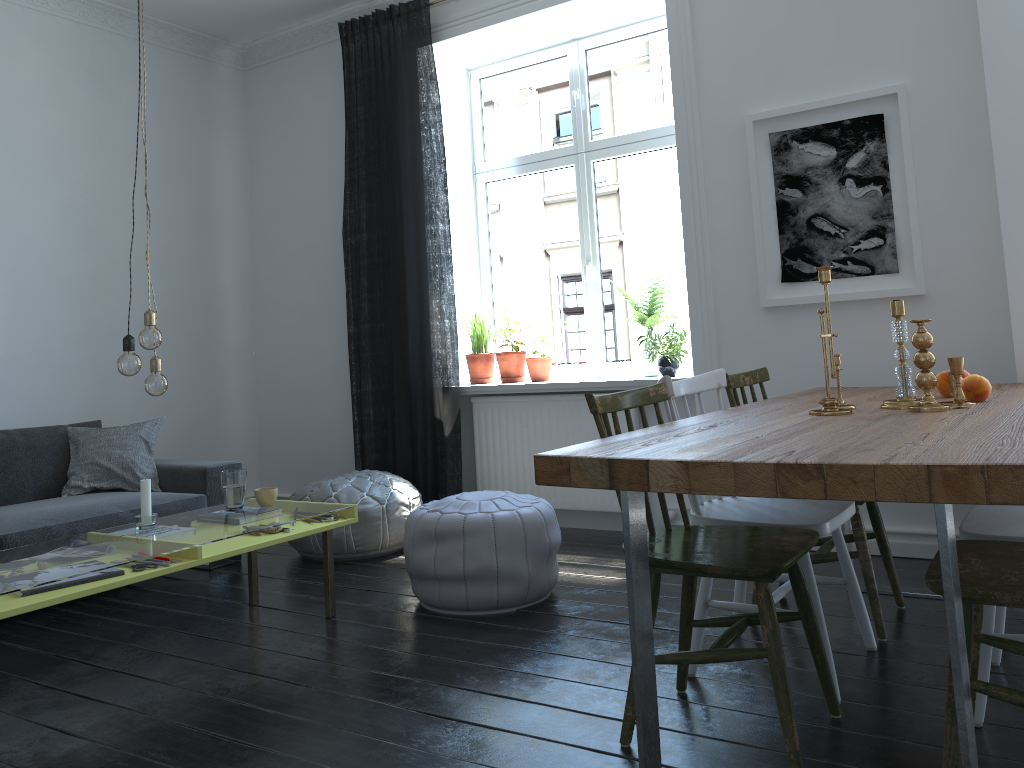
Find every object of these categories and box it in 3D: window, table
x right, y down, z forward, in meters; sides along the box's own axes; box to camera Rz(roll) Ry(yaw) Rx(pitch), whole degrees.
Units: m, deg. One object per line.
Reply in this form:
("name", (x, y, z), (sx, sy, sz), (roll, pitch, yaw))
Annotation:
("window", (0.422, -1.032, 5.087), (1.560, 2.005, 0.107), (-5, -5, 33))
("table", (1.101, 0.424, 2.448), (1.013, 0.721, 2.228), (-4, 1, 34))
("table", (-1.205, 0.706, 2.875), (0.597, 0.402, 1.401), (-4, 1, 34))

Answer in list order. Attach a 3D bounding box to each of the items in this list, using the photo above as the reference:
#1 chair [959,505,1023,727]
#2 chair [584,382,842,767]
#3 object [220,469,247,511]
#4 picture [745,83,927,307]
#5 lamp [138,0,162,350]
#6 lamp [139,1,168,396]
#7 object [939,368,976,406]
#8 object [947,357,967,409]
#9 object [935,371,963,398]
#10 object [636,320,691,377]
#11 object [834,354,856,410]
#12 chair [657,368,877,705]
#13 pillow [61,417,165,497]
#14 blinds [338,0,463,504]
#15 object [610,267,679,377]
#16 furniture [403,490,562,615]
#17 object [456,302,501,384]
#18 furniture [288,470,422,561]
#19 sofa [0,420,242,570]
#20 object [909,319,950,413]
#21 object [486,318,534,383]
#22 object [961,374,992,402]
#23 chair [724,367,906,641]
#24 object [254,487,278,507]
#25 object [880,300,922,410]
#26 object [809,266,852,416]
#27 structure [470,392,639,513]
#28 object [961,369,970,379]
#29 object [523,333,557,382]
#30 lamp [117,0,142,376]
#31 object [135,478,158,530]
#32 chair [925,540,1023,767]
("chair", (1.383, 0.355, 2.148), (0.507, 0.850, 0.465), (-5, -4, 34))
("chair", (0.479, 0.416, 2.158), (0.483, 0.834, 0.466), (-5, -4, 32))
("object", (-1.067, 0.407, 3.381), (0.097, 0.147, 0.097), (-3, -3, -6))
("picture", (1.408, -0.806, 3.869), (0.684, 0.896, 0.083), (-5, -5, 33))
("lamp", (-1.242, -0.864, 2.985), (0.074, 1.511, 0.073), (-3, -5, -9))
("lamp", (-1.234, -0.710, 3.015), (0.074, 1.511, 0.088), (0, -6, -32))
("object", (1.257, 0.004, 2.503), (0.102, 0.115, 0.102), (-4, -2, 19))
("object", (1.209, -0.002, 2.385), (0.049, 0.140, 0.049), (-6, -5, 33))
("object", (1.391, 0.001, 2.799), (0.083, 0.089, 0.090), (-2, -2, -30))
("object", (0.791, -0.183, 4.447), (0.283, 0.297, 0.285), (-5, -2, 38))
("object", (0.956, -0.006, 2.579), (0.080, 0.162, 0.079), (-3, -4, -9))
("chair", (0.715, 0.380, 2.579), (0.507, 0.850, 0.465), (-5, -4, 34))
("pillow", (-2.454, 0.349, 3.762), (0.475, 0.496, 2.057), (-5, 0, 38))
("blinds", (-0.687, -0.706, 5.072), (0.800, 3.001, 0.112), (-6, -6, 32))
("object", (0.718, -0.320, 4.636), (0.328, 0.571, 0.390), (-3, -3, -3))
("furniture", (-0.110, 0.644, 3.452), (0.612, 0.423, 0.609), (-4, 0, 28))
("object", (-0.172, -0.254, 5.203), (0.299, 0.503, 0.332), (-4, -3, 17))
("furniture", (-0.800, 0.643, 4.451), (0.676, 0.385, 0.679), (-3, 0, 34))
("sofa", (-2.388, 0.588, 3.629), (1.079, 0.728, 2.374), (-4, 1, 34))
("object", (1.113, -0.050, 2.372), (0.101, 0.250, 0.099), (-1, -5, -33))
("object", (0.002, -0.195, 5.078), (0.234, 0.373, 0.256), (0, -4, -44))
("object", (1.348, 0.014, 2.562), (0.089, 0.085, 0.084), (-2, -2, -44))
("chair", (1.001, 0.359, 2.978), (0.483, 0.835, 0.466), (-5, -4, 32))
("object", (-0.951, 0.440, 3.408), (0.087, 0.067, 0.086), (-3, -1, -28))
("object", (1.119, -0.087, 2.527), (0.140, 0.314, 0.139), (-2, -4, -14))
("object", (0.871, -0.120, 2.458), (0.114, 0.414, 0.112), (-3, -4, -4))
("structure", (0.239, 0.370, 4.643), (1.059, 0.634, 0.073), (-3, -4, 33))
("object", (1.451, -0.006, 2.858), (0.083, 0.091, 0.087), (-4, -2, 24))
("object", (0.162, -0.153, 4.948), (0.194, 0.280, 0.175), (-3, -3, 0))
("lamp", (-1.283, -0.777, 2.930), (0.086, 1.511, 0.073), (-3, -5, -5))
("object", (-1.276, 0.416, 3.073), (0.074, 0.175, 0.074), (-2, -4, -21))
("chair", (1.097, 0.394, 1.748), (0.483, 0.835, 0.466), (-5, -4, 32))
